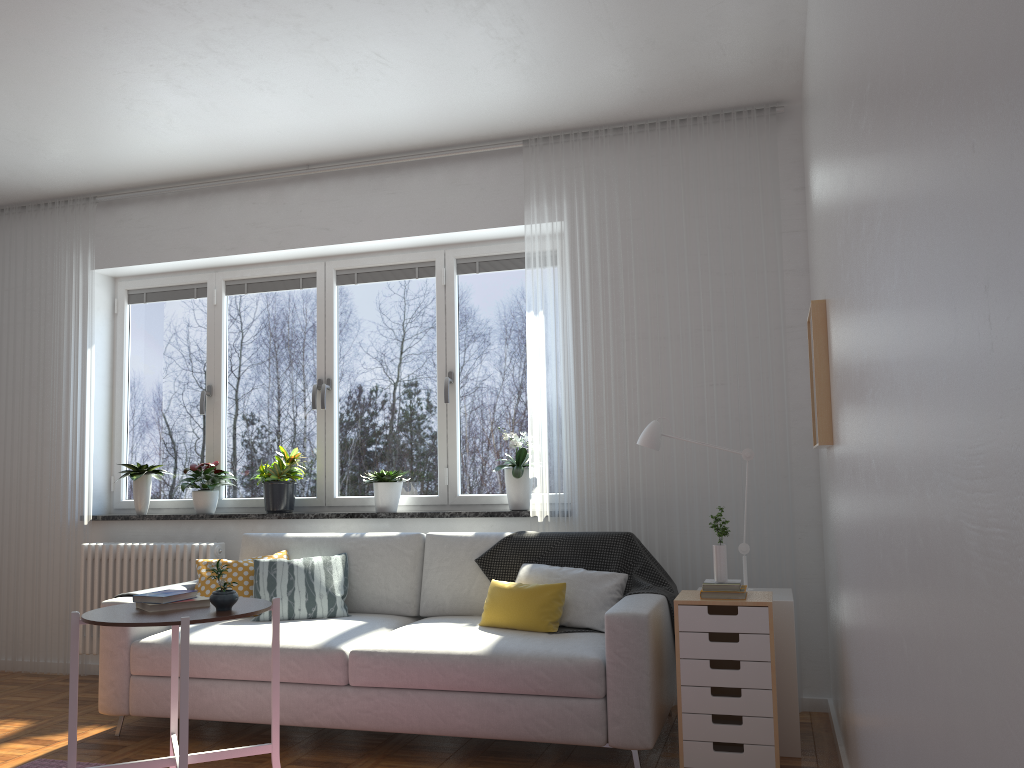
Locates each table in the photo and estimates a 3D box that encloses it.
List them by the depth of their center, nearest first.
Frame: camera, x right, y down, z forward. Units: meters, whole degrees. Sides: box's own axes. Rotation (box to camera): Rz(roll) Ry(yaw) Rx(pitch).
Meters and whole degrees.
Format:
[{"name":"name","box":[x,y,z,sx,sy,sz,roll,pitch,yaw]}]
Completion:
[{"name":"table","box":[-1.146,1.107,3.049,0.617,0.686,0.618,-3,-6,15]}]

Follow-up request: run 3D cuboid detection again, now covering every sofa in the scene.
[{"name":"sofa","box":[-0.529,1.126,4.048,2.462,0.841,1.005,-3,-6,16]}]

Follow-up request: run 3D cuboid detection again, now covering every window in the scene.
[{"name":"window","box":[-1.102,-0.010,5.212,3.021,1.508,0.151,-3,-6,16]}]

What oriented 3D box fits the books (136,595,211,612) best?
[{"name":"books","box":[-1.196,0.773,3.131,0.209,0.026,0.163,4,-8,-38]}]

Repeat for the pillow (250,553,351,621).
[{"name":"pillow","box":[-1.012,0.975,4.277,0.469,0.288,0.310,0,-6,-12]}]

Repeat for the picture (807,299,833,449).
[{"name":"picture","box":[1.171,-0.022,3.378,0.050,0.523,0.431,-3,-6,16]}]

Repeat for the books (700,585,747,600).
[{"name":"books","box":[0.803,0.787,3.356,0.164,0.028,0.211,-3,-6,16]}]

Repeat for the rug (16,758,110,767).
[{"name":"rug","box":[-1.078,1.348,2.127,2.458,0.008,2.369,-3,-6,16]}]

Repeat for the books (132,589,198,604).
[{"name":"books","box":[-1.218,0.747,3.123,0.136,0.024,0.175,-4,-7,21]}]

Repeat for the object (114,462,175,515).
[{"name":"object","box":[-2.206,0.623,5.314,0.292,0.315,0.354,-2,-6,7]}]

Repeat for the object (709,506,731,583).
[{"name":"object","box":[0.788,0.606,3.359,0.081,0.287,0.085,-3,-6,23]}]

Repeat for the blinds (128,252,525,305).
[{"name":"blinds","box":[-1.105,-0.625,5.302,2.845,0.098,0.015,-3,-6,16]}]

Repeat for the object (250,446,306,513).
[{"name":"object","box":[-1.354,0.547,5.093,0.333,0.384,0.300,-5,-7,32]}]

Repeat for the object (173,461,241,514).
[{"name":"object","box":[-1.809,0.612,5.253,0.380,0.308,0.371,0,-6,-9]}]

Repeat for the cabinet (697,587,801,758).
[{"name":"cabinet","box":[0.979,1.180,3.708,0.400,0.599,0.401,-3,-6,16]}]

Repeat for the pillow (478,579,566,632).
[{"name":"pillow","box":[0.045,0.949,3.817,0.402,0.194,0.211,-5,-7,34]}]

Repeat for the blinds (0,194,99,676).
[{"name":"blinds","box":[-3.012,0.297,5.463,1.038,2.882,0.055,-3,-5,16]}]

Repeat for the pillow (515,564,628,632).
[{"name":"pillow","box":[0.229,0.940,3.921,0.532,0.259,0.301,-5,-7,30]}]

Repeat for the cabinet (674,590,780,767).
[{"name":"cabinet","box":[0.811,1.121,3.327,0.349,0.642,0.302,-3,-6,16]}]

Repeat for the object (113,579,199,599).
[{"name":"object","box":[-1.649,1.240,4.275,0.288,0.533,0.609,-3,-6,16]}]

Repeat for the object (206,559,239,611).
[{"name":"object","box":[-0.990,0.684,3.031,0.109,0.174,0.096,-1,-5,-5]}]

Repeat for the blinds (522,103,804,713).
[{"name":"blinds","box":[0.696,0.104,4.375,1.293,2.882,0.055,-3,-5,16]}]

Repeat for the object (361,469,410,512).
[{"name":"object","box":[-0.701,0.589,4.916,0.267,0.237,0.284,-1,-6,-2]}]

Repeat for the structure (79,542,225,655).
[{"name":"structure","box":[-2.029,1.218,5.048,0.972,0.623,0.224,-3,-6,16]}]

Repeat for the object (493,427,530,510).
[{"name":"object","box":[0.032,0.454,4.765,0.286,0.443,0.341,-2,-6,5]}]

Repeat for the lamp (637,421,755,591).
[{"name":"lamp","box":[-1.207,0.814,3.375,4.592,1.344,0.333,0,-5,-14]}]

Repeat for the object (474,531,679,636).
[{"name":"object","box":[0.370,1.003,4.032,0.978,0.647,0.678,0,-6,-14]}]

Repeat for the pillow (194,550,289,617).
[{"name":"pillow","box":[-1.329,0.996,4.386,0.464,0.317,0.313,1,-6,-16]}]

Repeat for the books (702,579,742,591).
[{"name":"books","box":[0.796,0.761,3.359,0.136,0.024,0.175,-3,-6,16]}]
